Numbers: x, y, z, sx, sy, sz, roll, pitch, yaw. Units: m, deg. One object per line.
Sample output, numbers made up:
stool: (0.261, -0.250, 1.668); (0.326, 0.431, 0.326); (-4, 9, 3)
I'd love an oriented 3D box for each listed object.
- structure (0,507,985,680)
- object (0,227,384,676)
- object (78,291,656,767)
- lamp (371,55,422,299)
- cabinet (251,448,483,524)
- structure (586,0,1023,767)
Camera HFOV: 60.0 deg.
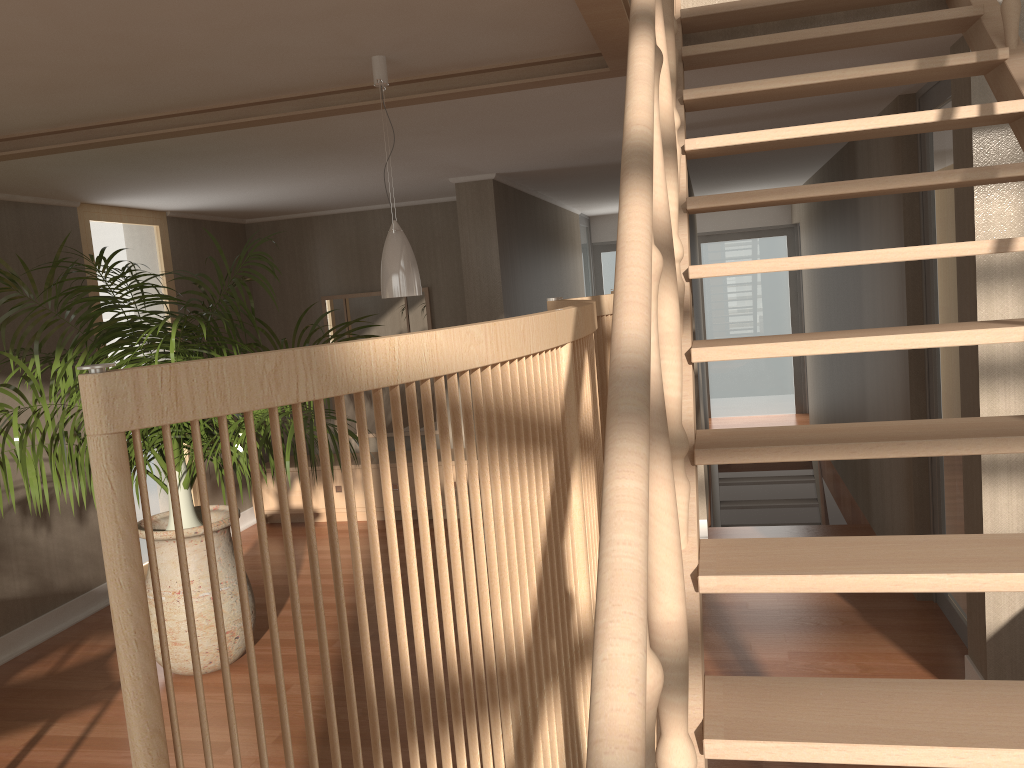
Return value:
structure: (1.391, -0.115, 3.783); (8.342, 2.533, 10.775); (-3, 6, 13)
object: (-1.619, 0.433, 4.213); (2.109, 2.304, 2.157); (-5, 6, 2)
object: (0.156, 0.607, 1.817); (0.233, 1.542, 2.229); (-3, 7, 18)
lamp: (-0.412, -0.695, 3.002); (0.139, 0.800, 0.139); (-10, 8, -41)
cabinet: (-1.031, 0.798, 6.890); (1.911, 0.458, 0.500); (-3, 6, 13)
structure: (0.741, -0.347, 1.599); (1.000, 3.578, 3.150); (-3, 6, 13)
